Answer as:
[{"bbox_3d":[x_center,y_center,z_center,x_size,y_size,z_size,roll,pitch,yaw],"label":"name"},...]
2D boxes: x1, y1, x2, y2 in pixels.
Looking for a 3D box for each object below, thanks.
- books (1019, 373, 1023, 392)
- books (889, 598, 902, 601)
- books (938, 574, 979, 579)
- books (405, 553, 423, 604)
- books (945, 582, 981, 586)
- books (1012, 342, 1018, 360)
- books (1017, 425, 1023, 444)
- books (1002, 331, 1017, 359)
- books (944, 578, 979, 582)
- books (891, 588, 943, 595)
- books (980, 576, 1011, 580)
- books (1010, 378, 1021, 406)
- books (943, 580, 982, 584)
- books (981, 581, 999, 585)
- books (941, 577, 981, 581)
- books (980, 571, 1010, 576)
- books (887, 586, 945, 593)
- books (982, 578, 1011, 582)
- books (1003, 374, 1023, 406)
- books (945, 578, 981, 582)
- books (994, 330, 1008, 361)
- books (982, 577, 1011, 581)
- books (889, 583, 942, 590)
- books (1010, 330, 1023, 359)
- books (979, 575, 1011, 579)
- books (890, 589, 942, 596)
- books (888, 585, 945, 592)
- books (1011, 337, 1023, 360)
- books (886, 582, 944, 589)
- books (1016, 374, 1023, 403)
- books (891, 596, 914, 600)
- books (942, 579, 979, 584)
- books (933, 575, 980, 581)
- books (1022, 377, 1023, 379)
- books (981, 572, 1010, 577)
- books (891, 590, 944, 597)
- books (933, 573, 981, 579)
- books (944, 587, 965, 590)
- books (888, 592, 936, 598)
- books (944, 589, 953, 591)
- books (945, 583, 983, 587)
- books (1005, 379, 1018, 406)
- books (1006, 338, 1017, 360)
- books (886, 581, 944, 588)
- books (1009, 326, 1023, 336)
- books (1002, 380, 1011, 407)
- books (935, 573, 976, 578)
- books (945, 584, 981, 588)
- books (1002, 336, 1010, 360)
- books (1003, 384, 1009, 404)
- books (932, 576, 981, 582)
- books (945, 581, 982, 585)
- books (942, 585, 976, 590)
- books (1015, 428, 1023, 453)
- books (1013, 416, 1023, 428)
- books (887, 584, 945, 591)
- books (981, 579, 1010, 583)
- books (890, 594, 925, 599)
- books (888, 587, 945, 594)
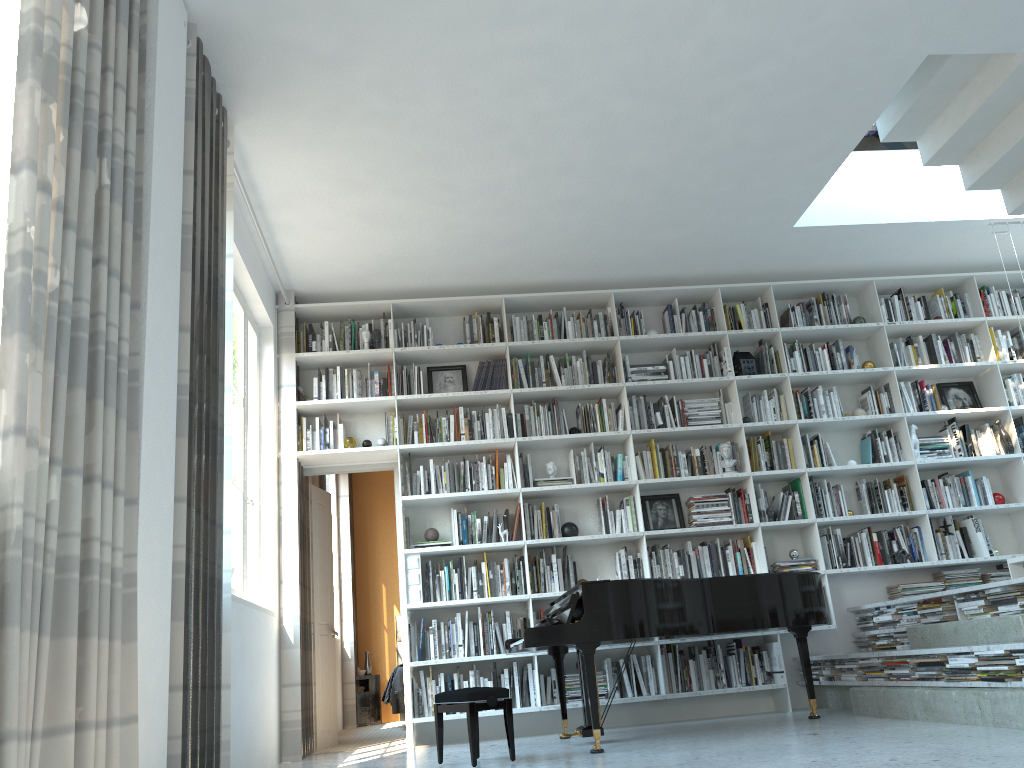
[{"bbox_3d":[3.997,0.081,6.997,0.012,0.291,0.166,-3,-18,-6],"label":"books"},{"bbox_3d":[2.942,1.553,6.437,0.345,0.007,0.194,-5,-18,-1],"label":"books"},{"bbox_3d":[3.266,1.417,6.513,0.254,0.005,0.161,-5,-18,-2],"label":"books"},{"bbox_3d":[-0.679,1.366,6.153,0.106,0.339,0.308,-3,-18,-6],"label":"books"},{"bbox_3d":[3.270,1.474,6.502,0.254,0.007,0.161,-4,-18,-5],"label":"books"},{"bbox_3d":[3.947,-0.228,7.067,0.038,0.198,0.171,-3,-18,-6],"label":"books"},{"bbox_3d":[3.954,0.457,6.867,0.022,0.242,0.171,-3,-18,-6],"label":"books"},{"bbox_3d":[3.917,-0.270,7.034,0.023,0.262,0.159,-3,-18,-6],"label":"books"},{"bbox_3d":[3.265,1.444,6.511,0.254,0.005,0.161,-3,-18,-7],"label":"books"},{"bbox_3d":[2.943,1.510,6.452,0.308,0.008,0.195,-5,-18,-1],"label":"books"},{"bbox_3d":[3.637,1.426,6.537,0.327,0.008,0.208,-5,-18,-1],"label":"books"},{"bbox_3d":[3.917,0.103,6.983,0.026,0.255,0.174,-3,-18,-6],"label":"books"},{"bbox_3d":[3.269,1.461,6.508,0.285,0.007,0.160,-3,-18,-6],"label":"books"},{"bbox_3d":[3.639,1.456,6.533,0.367,0.007,0.206,-4,-18,-3],"label":"books"},{"bbox_3d":[3.264,1.439,6.513,0.285,0.005,0.160,-4,-18,-5],"label":"books"},{"bbox_3d":[3.633,1.399,6.554,0.367,0.007,0.206,-4,-18,-4],"label":"books"},{"bbox_3d":[2.941,1.499,6.464,0.345,0.007,0.194,-4,-18,-4],"label":"books"},{"bbox_3d":[3.638,1.443,6.540,0.327,0.008,0.208,-4,-18,-4],"label":"books"},{"bbox_3d":[3.936,0.084,6.976,0.014,0.284,0.186,-3,-18,-6],"label":"books"},{"bbox_3d":[3.266,1.449,6.507,0.285,0.005,0.160,-3,-18,-8],"label":"books"},{"bbox_3d":[3.823,-0.271,7.005,0.026,0.262,0.190,-3,-18,-6],"label":"books"},{"bbox_3d":[3.637,1.436,6.546,0.367,0.007,0.206,-3,-18,-7],"label":"books"},{"bbox_3d":[2.939,1.477,6.471,0.308,0.008,0.195,-4,-18,-4],"label":"books"},{"bbox_3d":[4.004,-0.274,7.030,0.023,0.253,0.190,-3,-18,-6],"label":"books"},{"bbox_3d":[3.635,1.420,6.547,0.327,0.008,0.208,-4,-18,-4],"label":"books"},{"bbox_3d":[2.940,1.522,6.462,0.308,0.008,0.195,-3,-18,-6],"label":"books"},{"bbox_3d":[2.941,1.489,6.458,0.345,0.007,0.194,-2,-18,-11],"label":"books"},{"bbox_3d":[3.981,-0.247,7.040,0.025,0.211,0.135,-3,-18,-6],"label":"books"},{"bbox_3d":[2.938,1.470,6.473,0.345,0.007,0.194,-3,-18,-8],"label":"books"},{"bbox_3d":[3.980,0.084,7.007,0.022,0.296,0.162,-3,-18,-6],"label":"books"},{"bbox_3d":[2.942,1.547,6.443,0.308,0.008,0.195,-5,-18,-2],"label":"books"},{"bbox_3d":[3.266,1.455,6.509,0.254,0.005,0.161,-3,-18,-6],"label":"books"},{"bbox_3d":[3.264,1.422,6.510,0.285,0.005,0.160,-2,-18,-10],"label":"books"},{"bbox_3d":[4.055,0.091,7.009,0.025,0.270,0.153,-3,-18,-6],"label":"books"},{"bbox_3d":[3.635,1.403,6.543,0.367,0.007,0.206,-2,-18,-11],"label":"books"},{"bbox_3d":[2.941,1.525,6.447,0.308,0.008,0.195,-2,-18,-11],"label":"books"},{"bbox_3d":[3.266,1.412,6.516,0.285,0.005,0.160,-2,-18,-9],"label":"books"},{"bbox_3d":[3.273,1.497,6.487,0.254,0.007,0.161,-2,-18,-10],"label":"books"},{"bbox_3d":[2.941,1.534,6.453,0.345,0.007,0.194,-3,-18,-8],"label":"books"},{"bbox_3d":[3.274,1.505,6.490,0.285,0.007,0.160,-4,-18,-4],"label":"books"},{"bbox_3d":[3.272,1.477,6.491,0.285,0.007,0.160,-2,-18,-11],"label":"books"},{"bbox_3d":[3.882,0.106,6.968,0.023,0.247,0.182,-3,-18,-6],"label":"books"},{"bbox_3d":[3.898,-0.240,7.007,0.024,0.193,0.190,-3,-18,-6],"label":"books"},{"bbox_3d":[2.938,1.463,6.475,0.345,0.007,0.194,-4,-18,-4],"label":"books"},{"bbox_3d":[4.024,-0.294,7.043,0.022,0.295,0.152,-3,-18,-6],"label":"books"},{"bbox_3d":[3.855,0.115,6.992,0.026,0.249,0.161,-3,-18,-6],"label":"books"},{"bbox_3d":[3.265,1.406,6.514,0.254,0.005,0.161,-2,-18,-11],"label":"books"},{"bbox_3d":[3.272,1.487,6.498,0.254,0.007,0.161,-4,-18,-5],"label":"books"},{"bbox_3d":[3.860,-0.251,7.013,0.049,0.223,0.162,-3,-18,-6],"label":"books"},{"bbox_3d":[3.837,0.110,6.979,0.012,0.253,0.161,-3,-18,-6],"label":"books"},{"bbox_3d":[3.264,1.434,6.514,0.285,0.005,0.160,-3,-18,-7],"label":"books"},{"bbox_3d":[3.270,1.467,6.504,0.285,0.007,0.160,-4,-18,-5],"label":"books"},{"bbox_3d":[3.273,1.491,6.489,0.285,0.007,0.160,-2,-18,-10],"label":"books"},{"bbox_3d":[3.908,0.471,6.888,0.066,0.236,0.144,-3,-18,-6],"label":"books"},{"bbox_3d":[3.966,0.424,6.898,0.012,0.321,0.142,-3,-18,-6],"label":"books"},{"bbox_3d":[2.940,1.485,6.468,0.345,0.007,0.194,-4,-18,-4],"label":"books"},{"bbox_3d":[3.638,1.449,6.535,0.327,0.008,0.208,-2,-18,-9],"label":"books"},{"bbox_3d":[2.940,1.541,6.450,0.308,0.008,0.195,-4,-18,-4],"label":"books"},{"bbox_3d":[2.942,1.505,6.459,0.345,0.007,0.194,-2,-18,-9],"label":"books"}]
